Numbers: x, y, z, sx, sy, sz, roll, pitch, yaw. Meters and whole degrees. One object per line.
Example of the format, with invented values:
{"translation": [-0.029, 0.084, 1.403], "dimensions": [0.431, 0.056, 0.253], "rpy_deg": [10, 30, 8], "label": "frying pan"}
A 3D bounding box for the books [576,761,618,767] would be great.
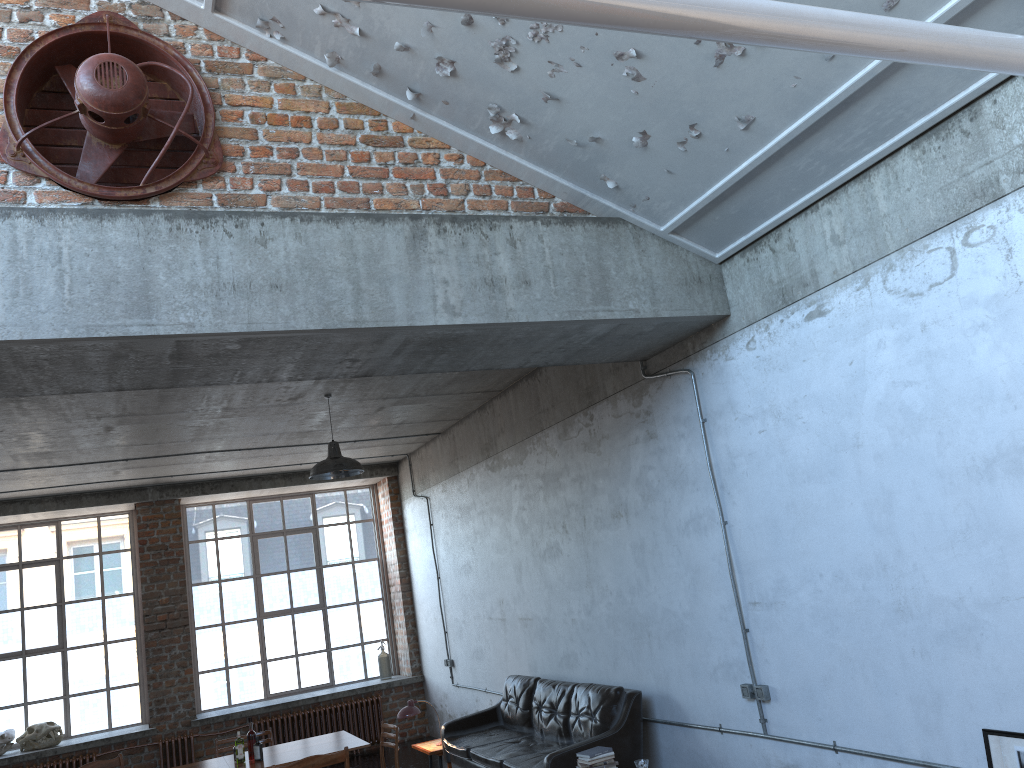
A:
{"translation": [0.586, 2.631, 6.117], "dimensions": [0.244, 0.019, 0.174], "rpy_deg": [-4, -13, -23], "label": "books"}

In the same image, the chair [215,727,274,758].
{"translation": [-2.404, 3.743, 8.159], "dimensions": [0.589, 0.971, 0.577], "rpy_deg": [-4, -13, -24], "label": "chair"}

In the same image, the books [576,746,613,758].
{"translation": [0.570, 2.550, 6.143], "dimensions": [0.201, 0.024, 0.159], "rpy_deg": [-1, -14, -33], "label": "books"}

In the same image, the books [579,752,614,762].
{"translation": [0.581, 2.568, 6.132], "dimensions": [0.205, 0.020, 0.155], "rpy_deg": [-4, -13, -23], "label": "books"}

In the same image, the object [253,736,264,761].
{"translation": [-2.025, 2.908, 7.074], "dimensions": [0.097, 0.180, 0.051], "rpy_deg": [-18, -15, 37], "label": "object"}

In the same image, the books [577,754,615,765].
{"translation": [0.581, 2.592, 6.137], "dimensions": [0.209, 0.023, 0.167], "rpy_deg": [-2, -14, -29], "label": "books"}

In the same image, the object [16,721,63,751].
{"translation": [-5.868, 4.356, 10.971], "dimensions": [0.625, 0.305, 0.418], "rpy_deg": [-19, -15, 39], "label": "object"}

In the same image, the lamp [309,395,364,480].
{"translation": [-1.672, 0.405, 8.212], "dimensions": [0.502, 0.891, 0.502], "rpy_deg": [-5, -13, -19], "label": "lamp"}

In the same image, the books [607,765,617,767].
{"translation": [0.595, 2.650, 6.114], "dimensions": [0.205, 0.022, 0.155], "rpy_deg": [-2, -14, -28], "label": "books"}

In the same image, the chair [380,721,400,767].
{"translation": [-1.185, 3.388, 7.400], "dimensions": [0.577, 0.971, 0.589], "rpy_deg": [-4, -13, -24], "label": "chair"}

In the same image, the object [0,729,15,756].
{"translation": [-6.300, 4.410, 10.848], "dimensions": [0.281, 0.281, 0.575], "rpy_deg": [-9, -12, 2], "label": "object"}

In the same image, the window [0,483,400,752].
{"translation": [-0.785, 4.554, 13.909], "dimensions": [19.864, 12.900, 0.747], "rpy_deg": [-4, -13, -23], "label": "window"}

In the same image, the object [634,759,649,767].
{"translation": [0.903, 2.651, 6.155], "dimensions": [0.103, 0.068, 0.103], "rpy_deg": [-18, -15, 38], "label": "object"}

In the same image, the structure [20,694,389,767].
{"translation": [-4.173, 4.783, 11.144], "dimensions": [5.349, 0.713, 0.232], "rpy_deg": [-4, -13, -23], "label": "structure"}

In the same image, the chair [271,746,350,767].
{"translation": [-1.485, 3.203, 6.400], "dimensions": [0.573, 1.028, 0.509], "rpy_deg": [-1, -14, -33], "label": "chair"}

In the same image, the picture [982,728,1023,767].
{"translation": [2.395, 1.988, 3.637], "dimensions": [0.135, 0.994, 0.889], "rpy_deg": [-4, -13, -23], "label": "picture"}

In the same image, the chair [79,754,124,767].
{"translation": [-3.406, 3.755, 7.561], "dimensions": [0.509, 1.028, 0.573], "rpy_deg": [-16, -14, 30], "label": "chair"}

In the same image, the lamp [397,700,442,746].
{"translation": [-0.920, 3.452, 9.029], "dimensions": [0.496, 0.492, 0.220], "rpy_deg": [-2, -14, -31], "label": "lamp"}

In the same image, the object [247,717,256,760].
{"translation": [-2.110, 2.872, 7.191], "dimensions": [0.075, 0.324, 0.075], "rpy_deg": [-9, -12, 1], "label": "object"}

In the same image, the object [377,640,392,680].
{"translation": [-1.856, 3.997, 12.844], "dimensions": [0.172, 0.551, 0.172], "rpy_deg": [-13, -13, 20], "label": "object"}

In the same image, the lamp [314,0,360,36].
{"translation": [-0.365, -1.698, 1.990], "dimensions": [0.945, 2.025, 5.320], "rpy_deg": [-8, -12, -5], "label": "lamp"}

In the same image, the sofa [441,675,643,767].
{"translation": [0.186, 3.154, 7.659], "dimensions": [0.929, 1.045, 2.610], "rpy_deg": [-4, -13, -23], "label": "sofa"}

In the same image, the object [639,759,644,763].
{"translation": [0.902, 2.646, 6.157], "dimensions": [0.081, 0.060, 0.065], "rpy_deg": [2, -16, -41], "label": "object"}

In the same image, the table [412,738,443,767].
{"translation": [-0.524, 3.888, 9.089], "dimensions": [0.811, 0.458, 0.649], "rpy_deg": [-4, -13, -23], "label": "table"}

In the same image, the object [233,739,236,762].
{"translation": [-2.224, 2.972, 7.201], "dimensions": [0.077, 0.173, 0.077], "rpy_deg": [0, -15, -37], "label": "object"}

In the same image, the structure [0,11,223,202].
{"translation": [-2.116, -1.450, 4.704], "dimensions": [1.058, 1.096, 0.808], "rpy_deg": [-4, -13, -23], "label": "structure"}

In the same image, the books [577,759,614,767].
{"translation": [0.576, 2.611, 6.118], "dimensions": [0.231, 0.023, 0.162], "rpy_deg": [-7, -12, -8], "label": "books"}

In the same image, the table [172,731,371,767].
{"translation": [-2.671, 3.515, 6.781], "dimensions": [3.112, 0.917, 1.067], "rpy_deg": [-4, -13, -23], "label": "table"}

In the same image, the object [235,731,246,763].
{"translation": [-2.182, 2.909, 7.107], "dimensions": [0.070, 0.235, 0.041], "rpy_deg": [-4, -13, -24], "label": "object"}
